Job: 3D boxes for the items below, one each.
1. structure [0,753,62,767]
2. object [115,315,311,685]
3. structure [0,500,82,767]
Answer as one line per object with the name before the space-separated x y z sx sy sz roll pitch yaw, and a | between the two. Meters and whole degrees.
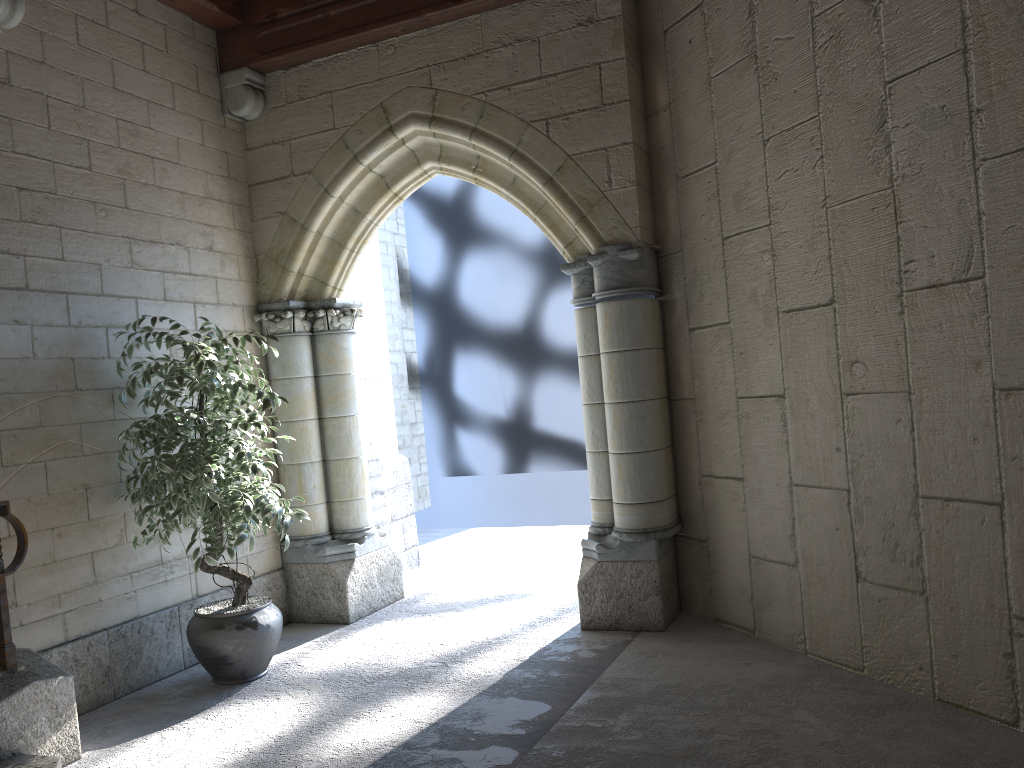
structure | -2.835 1.022 2.616 2.577 0.811 1.458 -5 0 23
object | -1.302 0.489 3.844 0.788 1.620 0.749 -5 2 19
structure | -2.061 0.728 3.041 0.889 1.263 0.472 -5 2 23
